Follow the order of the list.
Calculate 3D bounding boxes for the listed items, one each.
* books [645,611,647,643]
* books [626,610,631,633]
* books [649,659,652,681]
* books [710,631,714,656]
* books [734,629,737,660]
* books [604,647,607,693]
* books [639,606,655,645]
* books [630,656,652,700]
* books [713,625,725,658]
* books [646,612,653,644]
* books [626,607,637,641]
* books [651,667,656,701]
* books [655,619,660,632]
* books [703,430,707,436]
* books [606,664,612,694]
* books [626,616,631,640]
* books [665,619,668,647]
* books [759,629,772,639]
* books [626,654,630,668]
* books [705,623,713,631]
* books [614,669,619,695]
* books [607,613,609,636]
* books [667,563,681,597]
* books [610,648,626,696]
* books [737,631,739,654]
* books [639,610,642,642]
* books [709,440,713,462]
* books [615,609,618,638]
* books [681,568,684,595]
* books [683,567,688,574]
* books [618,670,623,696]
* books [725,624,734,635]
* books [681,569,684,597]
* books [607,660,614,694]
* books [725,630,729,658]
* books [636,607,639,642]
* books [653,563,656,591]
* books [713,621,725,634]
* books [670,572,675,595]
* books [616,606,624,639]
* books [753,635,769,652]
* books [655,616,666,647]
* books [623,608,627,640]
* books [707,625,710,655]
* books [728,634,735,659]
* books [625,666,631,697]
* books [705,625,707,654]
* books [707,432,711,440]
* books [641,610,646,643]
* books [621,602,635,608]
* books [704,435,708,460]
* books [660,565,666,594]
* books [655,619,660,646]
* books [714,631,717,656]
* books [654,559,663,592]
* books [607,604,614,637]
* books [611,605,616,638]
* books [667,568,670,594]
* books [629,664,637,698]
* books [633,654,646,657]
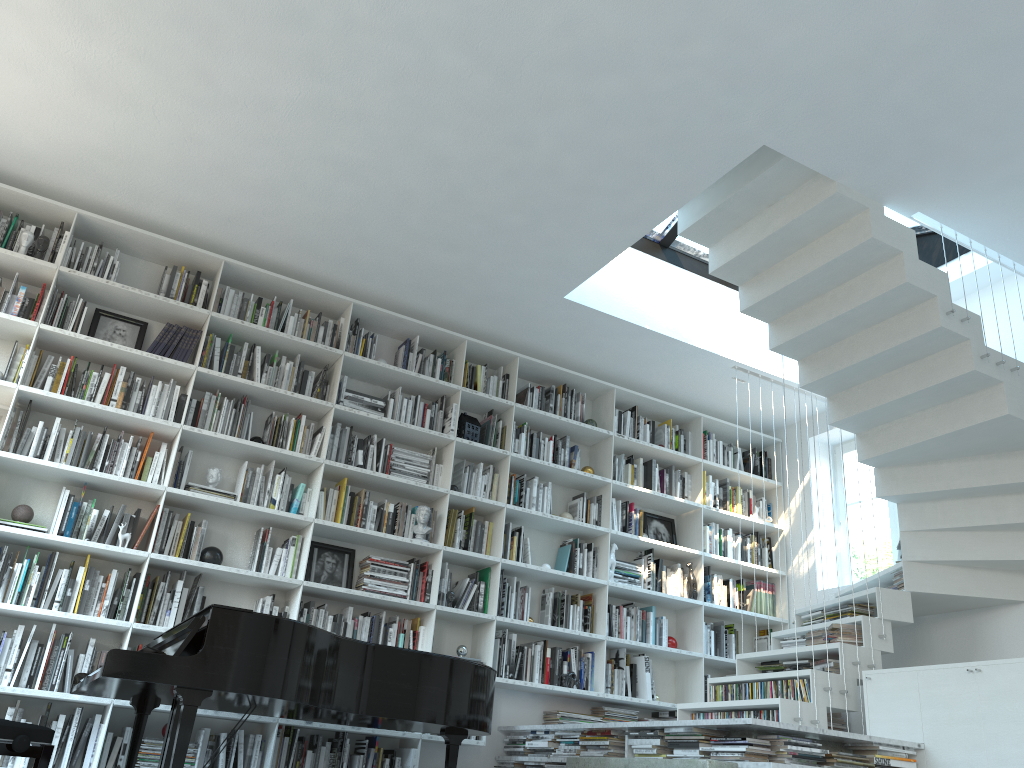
[{"bbox_3d":[0.910,1.760,6.342,0.012,0.253,0.161,17,-27,-25],"label":"books"},{"bbox_3d":[0.782,1.726,6.265,0.012,0.228,0.179,17,-27,-25],"label":"books"},{"bbox_3d":[0.916,2.079,6.200,0.025,0.286,0.160,17,-27,-25],"label":"books"},{"bbox_3d":[1.431,1.939,6.567,0.029,0.200,0.173,17,-27,-25],"label":"books"},{"bbox_3d":[1.639,1.987,6.694,0.012,0.253,0.161,17,-27,-25],"label":"books"},{"bbox_3d":[0.606,1.976,6.083,0.013,0.325,0.131,17,-27,-25],"label":"books"},{"bbox_3d":[0.959,1.748,6.350,0.026,0.289,0.181,17,-27,-25],"label":"books"},{"bbox_3d":[0.865,2.045,6.140,0.075,0.290,0.256,17,-27,-25],"label":"books"},{"bbox_3d":[1.507,1.934,6.598,0.027,0.247,0.184,17,-27,-25],"label":"books"},{"bbox_3d":[0.937,1.761,6.328,0.023,0.242,0.190,17,-27,-25],"label":"books"},{"bbox_3d":[0.812,1.713,6.260,0.028,0.254,0.192,17,-27,-25],"label":"books"},{"bbox_3d":[0.949,2.100,6.224,0.062,0.273,0.148,17,-27,-25],"label":"books"},{"bbox_3d":[1.008,1.806,6.381,0.037,0.217,0.140,17,-27,-25],"label":"books"},{"bbox_3d":[1.534,0.550,7.196,0.014,0.330,0.143,17,-27,-25],"label":"books"},{"bbox_3d":[0.622,2.028,6.058,0.023,0.213,0.164,17,-27,-25],"label":"books"},{"bbox_3d":[0.768,1.739,6.239,0.028,0.181,0.187,17,-27,-25],"label":"books"},{"bbox_3d":[1.062,1.817,6.400,0.027,0.222,0.170,17,-27,-25],"label":"books"},{"bbox_3d":[1.972,2.066,6.875,0.013,0.313,0.130,17,-27,-25],"label":"books"},{"bbox_3d":[0.773,2.039,6.161,0.010,0.303,0.132,17,-27,-25],"label":"books"},{"bbox_3d":[1.447,1.922,6.607,0.024,0.266,0.133,17,-27,-25],"label":"books"},{"bbox_3d":[0.678,2.058,6.082,0.030,0.187,0.140,17,-27,-25],"label":"books"},{"bbox_3d":[0.619,1.695,6.174,0.022,0.183,0.163,17,-27,-25],"label":"books"},{"bbox_3d":[1.183,1.484,6.588,0.021,0.269,0.192,17,-27,-25],"label":"books"},{"bbox_3d":[0.729,2.002,6.123,0.014,0.332,0.169,17,-27,-25],"label":"books"},{"bbox_3d":[1.651,1.995,6.693,0.013,0.238,0.166,17,-27,-25],"label":"books"},{"bbox_3d":[0.862,1.746,6.312,0.026,0.245,0.166,17,-27,-25],"label":"books"},{"bbox_3d":[1.553,0.590,7.174,0.023,0.242,0.183,17,-27,-25],"label":"books"},{"bbox_3d":[0.692,1.698,6.212,0.011,0.222,0.163,17,-27,-25],"label":"books"},{"bbox_3d":[1.230,1.514,6.625,0.024,0.253,0.145,17,-27,-25],"label":"books"},{"bbox_3d":[1.289,1.527,6.676,0.029,0.282,0.139,17,-27,-25],"label":"books"},{"bbox_3d":[0.705,2.065,6.087,0.024,0.184,0.149,17,-27,-25],"label":"books"},{"bbox_3d":[1.616,1.960,6.677,0.011,0.283,0.161,17,-27,-25],"label":"books"},{"bbox_3d":[1.208,1.508,6.597,0.041,0.238,0.177,17,-27,-25],"label":"books"},{"bbox_3d":[0.644,2.016,6.064,0.015,0.242,0.157,17,-27,-25],"label":"books"},{"bbox_3d":[1.560,1.969,6.643,0.014,0.229,0.173,17,-27,-25],"label":"books"},{"bbox_3d":[0.838,1.720,6.279,0.012,0.261,0.187,17,-27,-25],"label":"books"},{"bbox_3d":[0.985,1.441,6.491,0.030,0.235,0.180,17,-27,-25],"label":"books"},{"bbox_3d":[1.548,1.937,6.656,0.013,0.295,0.141,17,-27,-25],"label":"books"},{"bbox_3d":[1.149,1.512,6.586,0.025,0.212,0.156,17,-27,-25],"label":"books"},{"bbox_3d":[0.718,1.692,6.223,0.045,0.245,0.186,17,-27,-25],"label":"books"},{"bbox_3d":[1.922,2.074,6.829,0.012,0.253,0.161,17,-27,-25],"label":"books"},{"bbox_3d":[1.040,1.804,6.390,0.025,0.234,0.182,17,-27,-25],"label":"books"},{"bbox_3d":[0.741,1.710,6.249,0.026,0.238,0.177,17,-27,-25],"label":"books"},{"bbox_3d":[1.408,1.915,6.569,0.022,0.241,0.152,17,-27,-25],"label":"books"},{"bbox_3d":[1.603,1.989,6.647,0.021,0.204,0.175,17,-27,-25],"label":"books"},{"bbox_3d":[0.753,2.063,6.113,0.052,0.216,0.185,17,-27,-25],"label":"books"},{"bbox_3d":[1.382,1.910,6.554,0.037,0.235,0.153,17,-27,-25],"label":"books"},{"bbox_3d":[1.564,0.563,7.211,0.012,0.325,0.152,17,-27,-25],"label":"books"},{"bbox_3d":[0.889,1.743,6.305,0.014,0.248,0.177,17,-27,-25],"label":"books"},{"bbox_3d":[0.821,1.705,6.295,0.013,0.298,0.148,17,-27,-25],"label":"books"},{"bbox_3d":[1.514,0.561,7.148,0.012,0.268,0.185,17,-27,-25],"label":"books"},{"bbox_3d":[1.079,1.472,6.548,0.031,0.241,0.147,17,-27,-25],"label":"books"},{"bbox_3d":[0.986,1.800,6.351,0.030,0.200,0.190,17,-27,-25],"label":"books"},{"bbox_3d":[1.469,1.953,6.600,0.025,0.207,0.149,17,-27,-25],"label":"books"},{"bbox_3d":[1.035,1.437,6.528,0.059,0.280,0.168,17,-27,-25],"label":"books"},{"bbox_3d":[0.646,1.674,6.195,0.047,0.243,0.178,17,-27,-25],"label":"books"},{"bbox_3d":[0.672,1.686,6.220,0.024,0.246,0.144,17,-27,-25],"label":"books"},{"bbox_3d":[1.123,1.497,6.585,0.028,0.234,0.129,17,-27,-25],"label":"books"},{"bbox_3d":[0.797,2.068,6.142,0.031,0.238,0.172,17,-27,-25],"label":"books"},{"bbox_3d":[0.891,2.064,6.218,0.012,0.324,0.136,17,-27,-25],"label":"books"}]
